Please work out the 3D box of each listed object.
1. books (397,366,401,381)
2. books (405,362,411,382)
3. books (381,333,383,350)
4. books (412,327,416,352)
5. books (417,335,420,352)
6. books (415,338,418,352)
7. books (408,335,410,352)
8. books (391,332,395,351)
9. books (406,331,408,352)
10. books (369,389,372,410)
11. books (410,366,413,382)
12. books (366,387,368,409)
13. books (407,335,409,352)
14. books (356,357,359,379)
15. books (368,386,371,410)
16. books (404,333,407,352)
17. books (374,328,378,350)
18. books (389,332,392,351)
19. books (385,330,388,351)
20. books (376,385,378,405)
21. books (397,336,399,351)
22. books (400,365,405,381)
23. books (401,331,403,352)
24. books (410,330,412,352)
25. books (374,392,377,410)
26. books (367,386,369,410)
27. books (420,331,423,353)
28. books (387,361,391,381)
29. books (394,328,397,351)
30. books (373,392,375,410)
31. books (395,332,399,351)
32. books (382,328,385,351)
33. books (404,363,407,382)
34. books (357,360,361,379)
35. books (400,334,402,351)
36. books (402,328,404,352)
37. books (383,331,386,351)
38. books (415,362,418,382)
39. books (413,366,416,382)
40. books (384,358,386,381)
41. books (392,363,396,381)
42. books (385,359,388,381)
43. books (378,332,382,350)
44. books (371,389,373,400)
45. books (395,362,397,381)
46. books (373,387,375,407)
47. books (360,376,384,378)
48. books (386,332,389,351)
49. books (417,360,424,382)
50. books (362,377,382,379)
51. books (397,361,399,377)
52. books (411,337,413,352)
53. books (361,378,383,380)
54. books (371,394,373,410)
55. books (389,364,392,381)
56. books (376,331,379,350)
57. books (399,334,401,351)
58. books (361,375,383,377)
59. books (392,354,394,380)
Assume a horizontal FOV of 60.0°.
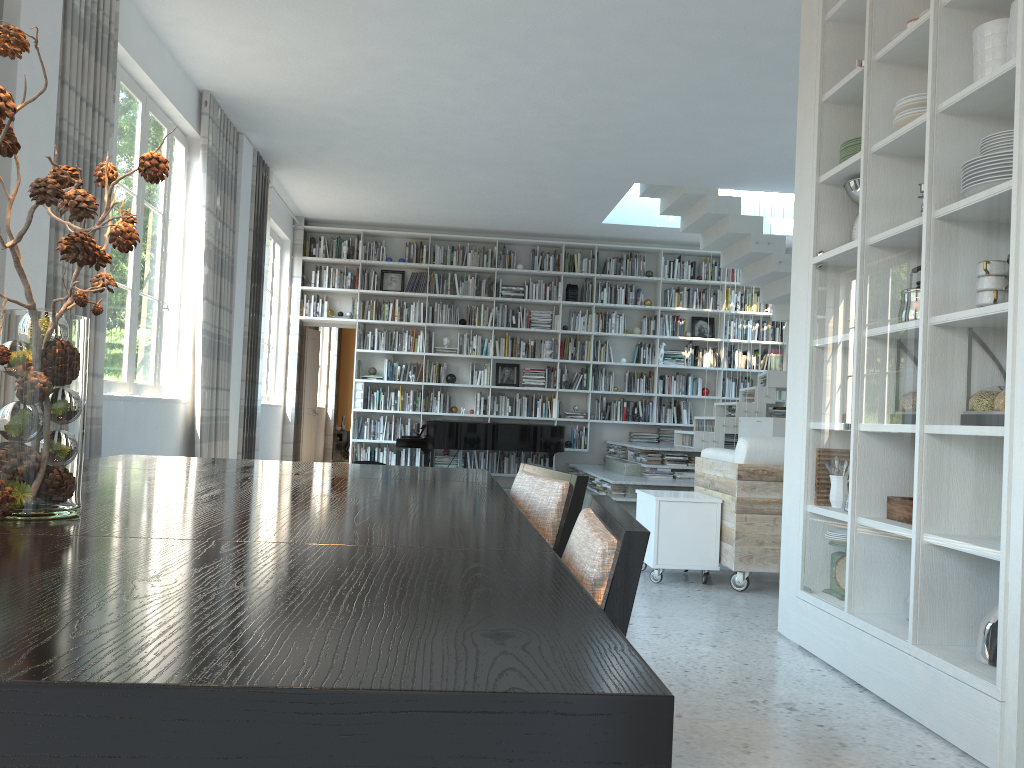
[{"bbox_3d":[-1.414,-0.123,11.116,0.029,0.190,0.189,3,-2,-4],"label":"books"},{"bbox_3d":[-1.301,-0.149,11.144,0.060,0.255,0.158,3,-2,-4],"label":"books"},{"bbox_3d":[-1.624,-0.520,11.128,0.014,0.229,0.148,3,-2,-4],"label":"books"},{"bbox_3d":[-1.234,-0.549,11.163,0.035,0.325,0.170,3,-2,-4],"label":"books"},{"bbox_3d":[-1.174,-0.495,11.170,0.031,0.223,0.144,3,-2,-4],"label":"books"},{"bbox_3d":[-1.205,-0.476,11.167,0.030,0.183,0.152,3,-2,-4],"label":"books"},{"bbox_3d":[-1.293,-0.499,11.166,0.021,0.220,0.148,3,-2,-4],"label":"books"},{"bbox_3d":[-1.494,-0.526,11.156,0.048,0.256,0.141,3,-2,-4],"label":"books"},{"bbox_3d":[-1.320,-0.528,11.147,0.015,0.275,0.157,3,-2,-4],"label":"books"},{"bbox_3d":[-1.769,0.194,11.113,0.022,0.257,0.141,3,-2,-4],"label":"books"},{"bbox_3d":[-1.256,-0.124,11.140,0.030,0.207,0.172,3,-2,-4],"label":"books"},{"bbox_3d":[-1.814,0.177,11.110,0.008,0.285,0.159,3,-2,-4],"label":"books"},{"bbox_3d":[-1.309,-0.498,11.161,0.012,0.217,0.160,3,-2,-4],"label":"books"},{"bbox_3d":[-1.932,-0.195,11.109,0.012,0.285,0.159,3,-2,-4],"label":"books"},{"bbox_3d":[-1.786,0.174,11.104,0.014,0.294,0.171,3,-2,-4],"label":"books"},{"bbox_3d":[-1.344,-0.512,11.173,0.028,0.242,0.131,3,-2,-4],"label":"books"},{"bbox_3d":[-1.701,-0.549,11.126,0.023,0.281,0.174,3,-2,-4],"label":"books"},{"bbox_3d":[-1.528,-0.522,11.135,0.023,0.242,0.184,3,-2,-4],"label":"books"},{"bbox_3d":[-1.579,-0.538,11.140,0.011,0.271,0.158,3,-2,-4],"label":"books"},{"bbox_3d":[-1.690,0.168,11.108,0.006,0.315,0.145,3,-2,-4],"label":"books"},{"bbox_3d":[-1.427,-0.498,11.153,0.021,0.205,0.130,3,-2,-4],"label":"books"},{"bbox_3d":[-1.374,-0.132,11.153,0.056,0.214,0.142,3,-2,-4],"label":"books"},{"bbox_3d":[-1.383,-0.529,11.150,0.012,0.272,0.145,3,-2,-4],"label":"books"},{"bbox_3d":[-1.274,-0.534,11.173,0.015,0.292,0.144,3,-2,-4],"label":"books"},{"bbox_3d":[-1.702,0.216,11.097,0.015,0.217,0.180,3,-2,-4],"label":"books"},{"bbox_3d":[-1.802,0.176,11.110,0.016,0.289,0.152,3,-2,-4],"label":"books"},{"bbox_3d":[-1.144,-0.524,11.178,0.027,0.286,0.148,3,-2,-4],"label":"books"},{"bbox_3d":[-1.548,-0.161,11.134,0.031,0.255,0.143,3,-2,-4],"label":"books"},{"bbox_3d":[-1.462,-0.547,11.141,0.013,0.299,0.151,3,-2,-4],"label":"books"},{"bbox_3d":[-1.718,0.215,11.108,0.015,0.218,0.176,3,-2,-4],"label":"books"},{"bbox_3d":[-1.447,-0.524,11.152,0.021,0.256,0.156,3,-2,-4],"label":"books"},{"bbox_3d":[-1.609,-0.551,11.128,0.011,0.293,0.183,3,-2,-4],"label":"books"},{"bbox_3d":[-1.339,-0.144,11.156,0.013,0.242,0.141,3,-2,-4],"label":"books"},{"bbox_3d":[-1.912,-0.173,11.100,0.028,0.243,0.156,3,-2,-4],"label":"books"},{"bbox_3d":[-1.397,-0.508,11.153,0.013,0.227,0.151,3,-2,-4],"label":"books"},{"bbox_3d":[-1.372,-0.544,11.167,0.011,0.304,0.130,3,-2,-4],"label":"books"},{"bbox_3d":[-1.594,-0.528,11.120,0.021,0.247,0.189,3,-2,-4],"label":"books"},{"bbox_3d":[-1.204,-0.142,11.158,0.021,0.251,0.154,3,-2,-4],"label":"books"},{"bbox_3d":[-1.228,-0.123,11.152,0.027,0.209,0.143,3,-2,-4],"label":"books"},{"bbox_3d":[-1.592,-0.178,11.124,0.012,0.285,0.159,3,-2,-4],"label":"books"},{"bbox_3d":[-1.479,-0.145,11.149,0.030,0.231,0.148,3,-2,-4],"label":"books"},{"bbox_3d":[-1.575,-0.172,11.124,0.024,0.273,0.150,3,-2,-4],"label":"books"},{"bbox_3d":[-1.657,-0.527,11.145,0.049,0.243,0.139,3,-2,-4],"label":"books"},{"bbox_3d":[-1.753,0.190,11.095,0.007,0.264,0.177,3,-2,-4],"label":"books"},{"bbox_3d":[-1.452,-0.153,11.145,0.022,0.249,0.129,3,-2,-4],"label":"books"},{"bbox_3d":[-1.727,0.184,11.102,0.008,0.279,0.164,3,-2,-4],"label":"books"},{"bbox_3d":[-1.752,-0.086,11.111,0.285,0.012,0.159,3,-2,0],"label":"books"},{"bbox_3d":[-1.561,-0.521,11.124,0.024,0.237,0.167,3,-2,-4],"label":"books"},{"bbox_3d":[-1.149,-0.154,11.123,0.082,0.276,0.228,3,-2,-4],"label":"books"},{"bbox_3d":[-1.753,-0.074,11.113,0.254,0.012,0.161,3,-2,-7],"label":"books"},{"bbox_3d":[-1.434,-0.154,11.128,0.011,0.250,0.172,3,-2,-4],"label":"books"},{"bbox_3d":[-1.261,-0.489,11.158,0.013,0.203,0.161,3,-2,-4],"label":"books"},{"bbox_3d":[-1.754,-0.062,11.117,0.254,0.012,0.161,3,-2,-3],"label":"books"},{"bbox_3d":[-1.740,0.228,11.079,0.019,0.189,0.193,3,-2,-4],"label":"books"},{"bbox_3d":[-1.517,-0.137,11.106,0.029,0.208,0.189,3,-2,-4],"label":"books"},{"bbox_3d":[-1.685,-0.531,11.119,0.011,0.246,0.176,3,-2,-4],"label":"books"},{"bbox_3d":[-1.409,-0.509,11.141,0.013,0.229,0.177,3,-2,-4],"label":"books"},{"bbox_3d":[-1.752,-0.098,11.118,0.254,0.012,0.161,3,-2,-3],"label":"books"},{"bbox_3d":[-1.497,-0.199,11.143,0.011,0.336,0.153,3,-2,-4],"label":"books"}]
